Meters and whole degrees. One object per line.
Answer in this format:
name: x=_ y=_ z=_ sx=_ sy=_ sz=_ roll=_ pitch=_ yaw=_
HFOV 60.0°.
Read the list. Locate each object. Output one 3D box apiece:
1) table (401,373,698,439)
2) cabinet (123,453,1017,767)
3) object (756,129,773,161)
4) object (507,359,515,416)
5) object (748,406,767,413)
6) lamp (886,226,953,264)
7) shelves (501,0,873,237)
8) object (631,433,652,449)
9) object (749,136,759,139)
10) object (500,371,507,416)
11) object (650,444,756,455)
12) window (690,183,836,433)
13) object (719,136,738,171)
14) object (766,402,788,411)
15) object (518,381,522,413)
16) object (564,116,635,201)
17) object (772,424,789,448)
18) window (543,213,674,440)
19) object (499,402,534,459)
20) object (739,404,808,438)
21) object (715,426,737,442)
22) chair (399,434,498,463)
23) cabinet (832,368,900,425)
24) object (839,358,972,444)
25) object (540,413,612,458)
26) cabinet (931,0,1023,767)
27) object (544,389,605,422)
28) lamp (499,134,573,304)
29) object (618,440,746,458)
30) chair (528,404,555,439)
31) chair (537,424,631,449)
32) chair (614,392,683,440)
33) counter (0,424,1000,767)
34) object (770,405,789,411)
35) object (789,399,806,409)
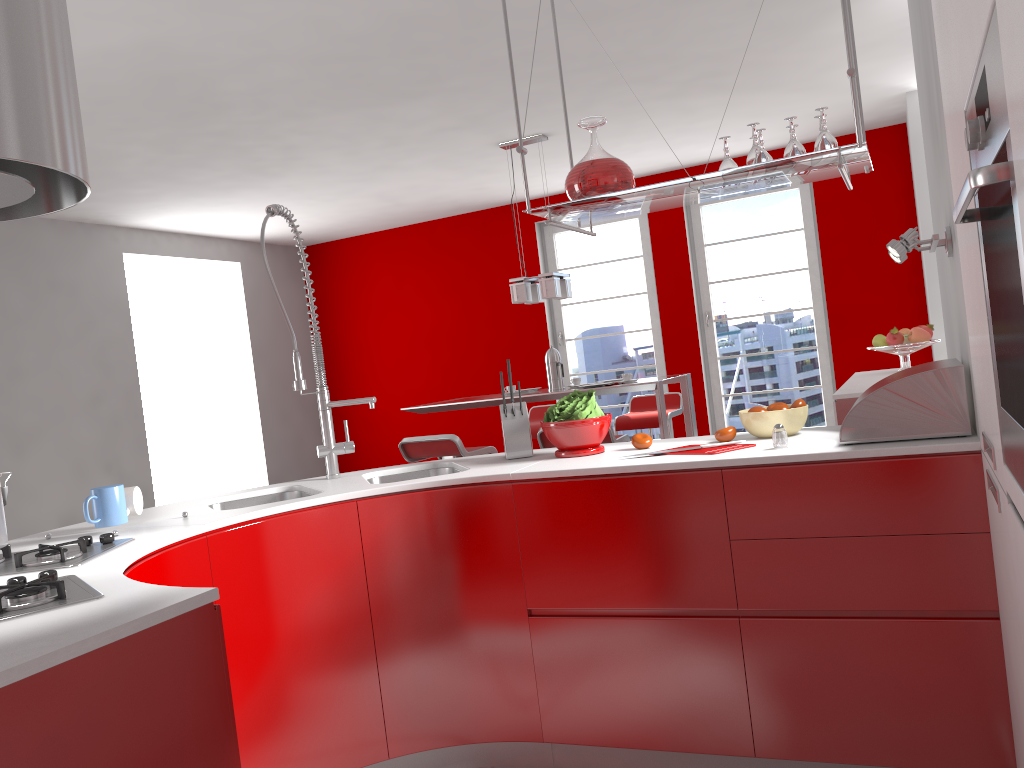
table: x=0.278 y=0.540 z=5.713 sx=1.700 sy=1.000 sz=0.800 roll=-6 pitch=1 yaw=24
cabinet: x=0.088 y=0.662 z=2.215 sx=1.875 sy=0.761 sz=1.025 roll=-7 pitch=1 yaw=-20
object: x=0.720 y=-0.659 z=2.549 sx=0.060 sy=0.141 sz=0.060 roll=-6 pitch=1 yaw=24
object: x=0.004 y=0.078 z=2.948 sx=0.014 sy=0.322 sz=0.150 roll=-7 pitch=1 yaw=-4
object: x=0.740 y=0.091 z=2.661 sx=0.066 sy=0.049 sz=0.062 roll=-6 pitch=1 yaw=32
lamp: x=1.078 y=-0.365 z=2.349 sx=0.155 sy=0.081 sz=0.454 roll=-6 pitch=1 yaw=24
shelves: x=0.488 y=-1.024 z=2.577 sx=0.934 sy=1.023 sz=0.462 roll=-6 pitch=1 yaw=24
object: x=0.404 y=0.178 z=2.759 sx=0.064 sy=0.048 sz=0.063 roll=-7 pitch=1 yaw=3
object: x=0.731 y=-0.662 z=2.634 sx=0.060 sy=0.141 sz=0.060 roll=-7 pitch=1 yaw=1
object: x=-0.021 y=0.097 z=2.956 sx=0.012 sy=0.279 sz=0.130 roll=-7 pitch=1 yaw=-4
object: x=0.540 y=0.187 z=2.528 sx=0.168 sy=0.006 sz=0.266 roll=-8 pitch=1 yaw=-39
window: x=2.001 y=-0.555 z=7.095 sx=0.938 sy=2.038 sz=0.117 roll=-6 pitch=1 yaw=24
object: x=0.630 y=-0.648 z=2.589 sx=0.060 sy=0.141 sz=0.060 roll=-6 pitch=1 yaw=24
object: x=0.802 y=0.083 z=2.678 sx=0.065 sy=0.052 sz=0.062 roll=-7 pitch=1 yaw=9
object: x=0.032 y=0.088 z=2.959 sx=0.009 sy=0.197 sz=0.091 roll=-7 pitch=1 yaw=-4
object: x=0.258 y=-0.668 z=2.686 sx=0.213 sy=0.266 sz=0.213 roll=-8 pitch=1 yaw=-37
object: x=0.715 y=0.138 z=2.370 sx=0.043 sy=0.066 sz=0.042 roll=-6 pitch=1 yaw=38
window: x=0.825 y=-0.422 z=7.633 sx=0.938 sy=2.038 sz=0.117 roll=-6 pitch=1 yaw=24
object: x=0.013 y=0.153 z=2.977 sx=0.091 sy=0.178 sz=0.137 roll=-7 pitch=1 yaw=-2
object: x=0.790 y=0.115 z=2.667 sx=0.201 sy=0.086 sz=0.201 roll=-6 pitch=1 yaw=25
object: x=0.644 y=0.153 z=2.672 sx=0.065 sy=0.047 sz=0.063 roll=-6 pitch=1 yaw=24
chair: x=-0.323 y=0.698 z=5.118 sx=0.418 sy=0.857 sz=0.460 roll=-6 pitch=1 yaw=29
cabinet: x=2.137 y=0.394 z=4.689 sx=0.610 sy=0.880 sz=1.802 roll=-6 pitch=1 yaw=24
object: x=1.043 y=0.040 z=2.378 sx=0.300 sy=0.170 sz=0.400 roll=-6 pitch=1 yaw=24
object: x=0.209 y=0.165 z=2.819 sx=0.229 sy=0.118 sz=0.228 roll=-7 pitch=1 yaw=-4
cabinet: x=0.849 y=0.052 z=0.828 sx=0.614 sy=2.026 sz=2.398 roll=-6 pitch=1 yaw=24
object: x=0.193 y=0.113 z=2.821 sx=0.198 sy=0.182 sz=0.193 roll=-6 pitch=1 yaw=30
lamp: x=0.135 y=-1.041 z=5.657 sx=0.304 sy=1.025 sz=0.304 roll=-6 pitch=1 yaw=24
object: x=0.483 y=0.187 z=2.535 sx=0.375 sy=0.008 sz=0.041 roll=-7 pitch=1 yaw=1
chair: x=0.255 y=0.597 z=6.615 sx=0.418 sy=0.857 sz=0.460 roll=-6 pitch=1 yaw=32
chair: x=0.431 y=0.613 z=4.767 sx=0.418 sy=0.857 sz=0.460 roll=-7 pitch=1 yaw=20
chair: x=1.010 y=0.511 z=6.290 sx=0.418 sy=0.857 sz=0.460 roll=-6 pitch=1 yaw=27
counter: x=-0.135 y=0.719 z=2.365 sx=2.865 sy=0.880 sz=1.868 roll=-8 pitch=1 yaw=-32
object: x=0.789 y=0.086 z=2.617 sx=0.066 sy=0.049 sz=0.062 roll=-7 pitch=1 yaw=21
object: x=0.847 y=0.074 z=2.638 sx=0.055 sy=0.058 sz=0.066 roll=-7 pitch=1 yaw=10
